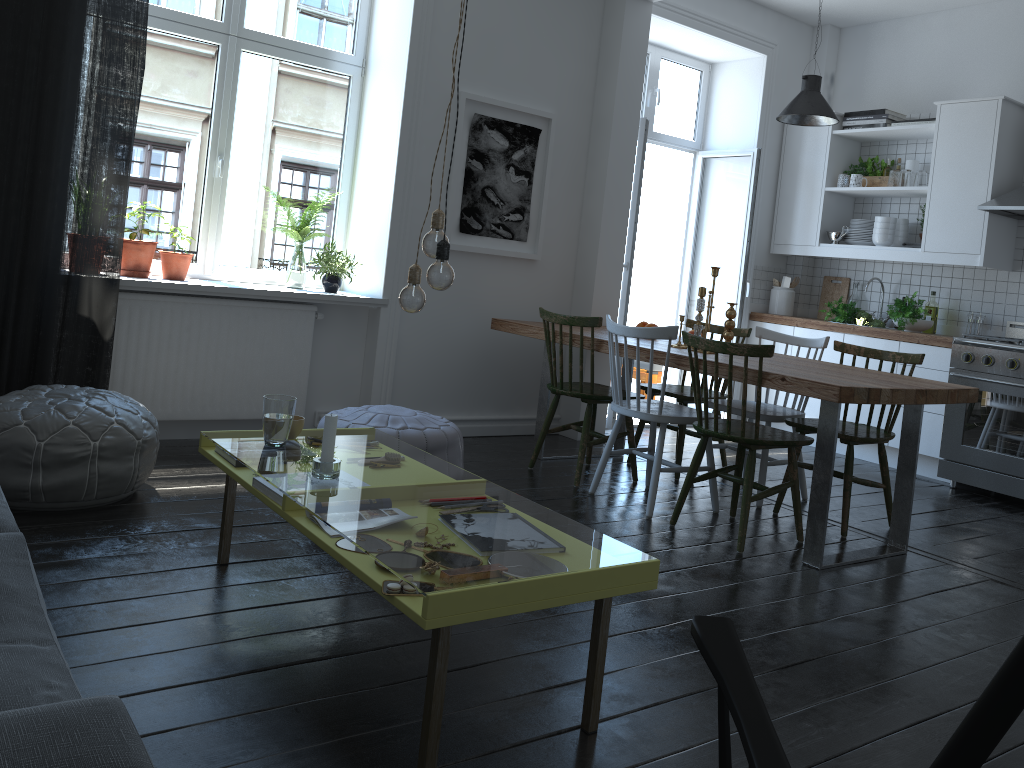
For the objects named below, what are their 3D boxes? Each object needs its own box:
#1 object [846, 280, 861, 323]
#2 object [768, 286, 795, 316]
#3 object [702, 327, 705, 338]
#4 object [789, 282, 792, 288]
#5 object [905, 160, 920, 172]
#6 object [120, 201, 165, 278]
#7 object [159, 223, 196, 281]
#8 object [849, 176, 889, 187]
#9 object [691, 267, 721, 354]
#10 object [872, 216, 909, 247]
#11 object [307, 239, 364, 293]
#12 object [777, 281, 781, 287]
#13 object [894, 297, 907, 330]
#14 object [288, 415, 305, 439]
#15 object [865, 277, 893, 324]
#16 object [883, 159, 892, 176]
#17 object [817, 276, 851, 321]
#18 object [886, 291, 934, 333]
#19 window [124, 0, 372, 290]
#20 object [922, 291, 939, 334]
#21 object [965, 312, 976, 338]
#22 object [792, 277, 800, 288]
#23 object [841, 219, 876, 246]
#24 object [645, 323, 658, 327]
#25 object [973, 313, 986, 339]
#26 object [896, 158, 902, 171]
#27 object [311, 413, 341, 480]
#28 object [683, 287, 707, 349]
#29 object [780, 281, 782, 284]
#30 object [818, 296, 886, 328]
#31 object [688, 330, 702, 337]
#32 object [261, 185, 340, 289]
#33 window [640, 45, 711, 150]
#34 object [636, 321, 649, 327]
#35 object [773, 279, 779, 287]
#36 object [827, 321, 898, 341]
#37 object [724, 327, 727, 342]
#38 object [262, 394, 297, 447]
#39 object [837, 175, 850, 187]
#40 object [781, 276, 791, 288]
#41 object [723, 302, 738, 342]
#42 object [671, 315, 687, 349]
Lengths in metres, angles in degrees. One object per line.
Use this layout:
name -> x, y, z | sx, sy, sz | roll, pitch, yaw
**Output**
object -> 2.484, -0.598, 6.400 | 0.097, 0.317, 0.098 | 5, 2, -36
object -> 2.019, -0.619, 6.584 | 0.173, 0.207, 0.175 | 4, 4, -32
object -> 0.991, -0.244, 4.537 | 0.103, 0.114, 0.102 | 9, 5, 39
object -> 2.069, -0.639, 6.587 | 0.051, 0.246, 0.114 | 7, 2, 18
object -> 2.752, -1.429, 6.074 | 0.084, 0.221, 0.086 | 5, 2, -29
object -> -1.820, -0.704, 4.259 | 0.257, 0.369, 0.236 | 5, 3, -24
object -> -1.651, -0.653, 4.363 | 0.177, 0.277, 0.194 | 7, 3, 20
object -> 2.577, -1.415, 6.271 | 0.152, 0.103, 0.397 | 2, 8, -36
object -> 0.928, -0.350, 4.162 | 0.114, 0.409, 0.113 | 7, 1, 16
object -> 2.597, -1.035, 6.040 | 0.308, 0.216, 0.151 | 2, 5, -39
object -> -0.960, -0.641, 4.778 | 0.283, 0.294, 0.288 | 4, 5, -32
object -> 1.999, -0.651, 6.606 | 0.061, 0.250, 0.118 | 6, 2, -7
object -> 2.699, -0.489, 6.088 | 0.085, 0.230, 0.085 | 7, 2, 19
object -> -0.701, 0.138, 2.778 | 0.086, 0.066, 0.087 | 6, 5, -8
object -> 2.570, -0.562, 6.137 | 0.190, 0.352, 0.274 | 8, 4, 30
object -> 2.635, -1.469, 6.178 | 0.060, 0.224, 0.059 | 7, 1, 37
object -> 2.400, -0.636, 6.570 | 0.040, 0.329, 0.222 | 6, 3, -36
object -> 2.603, -0.477, 5.765 | 0.274, 0.268, 0.337 | 10, 6, 44
window -> -1.511, -1.537, 4.665 | 1.562, 1.982, 0.108 | 4, 2, -36
object -> 2.800, -0.479, 5.881 | 0.066, 0.282, 0.067 | 5, 1, -41
object -> 2.977, -0.382, 5.708 | 0.059, 0.172, 0.059 | 6, 2, -23
object -> 2.074, -0.660, 6.578 | 0.132, 0.295, 0.056 | 7, 1, 33
object -> 2.503, -1.064, 6.260 | 0.304, 0.194, 0.303 | 2, 7, -35
object -> 0.757, -0.286, 4.766 | 0.090, 0.088, 0.084 | 6, 4, -10
object -> 2.996, -0.371, 5.646 | 0.059, 0.172, 0.059 | 6, 2, -23
object -> 2.700, -1.464, 6.162 | 0.055, 0.233, 0.056 | 6, 1, -33
object -> -0.491, 0.163, 2.357 | 0.074, 0.173, 0.075 | 6, 2, -1
object -> 0.940, -0.332, 4.418 | 0.141, 0.310, 0.140 | 6, 2, 6
object -> 2.047, -0.645, 6.612 | 0.033, 0.249, 0.119 | 6, 2, -36
object -> 2.354, -0.446, 6.061 | 0.472, 0.306, 0.283 | 9, 5, 26
object -> 0.964, -0.244, 4.643 | 0.084, 0.084, 0.090 | 4, 5, -24
object -> -1.134, -0.796, 4.778 | 0.394, 0.564, 0.328 | 7, 3, 17
window -> 1.034, -2.142, 6.463 | 1.175, 0.655, 0.106 | 2, 3, -36
object -> 0.724, -0.301, 4.843 | 0.088, 0.090, 0.083 | 10, 5, 44
object -> 1.976, -0.657, 6.598 | 0.054, 0.262, 0.149 | 7, 2, 28
object -> 2.413, -0.352, 6.077 | 0.352, 0.111, 0.376 | 1, 9, -36
object -> 1.087, -0.235, 4.452 | 0.049, 0.138, 0.049 | 5, 2, -36
object -> -0.708, 0.112, 2.660 | 0.098, 0.146, 0.098 | 7, 3, 14
object -> 2.370, -1.439, 6.292 | 0.083, 0.100, 0.108 | 8, 5, 23
object -> 2.031, -0.665, 6.591 | 0.065, 0.289, 0.140 | 7, 2, 27
object -> 1.076, -0.278, 4.358 | 0.100, 0.247, 0.101 | 6, 2, -13
object -> 0.820, -0.254, 4.282 | 0.080, 0.160, 0.080 | 7, 2, 11
